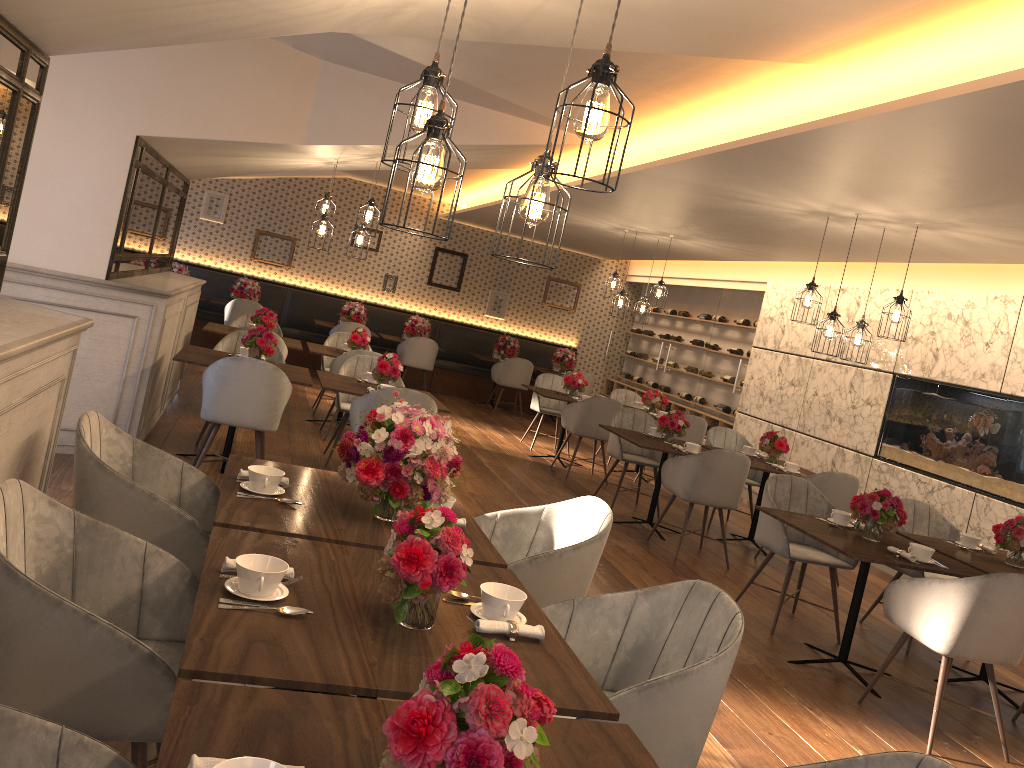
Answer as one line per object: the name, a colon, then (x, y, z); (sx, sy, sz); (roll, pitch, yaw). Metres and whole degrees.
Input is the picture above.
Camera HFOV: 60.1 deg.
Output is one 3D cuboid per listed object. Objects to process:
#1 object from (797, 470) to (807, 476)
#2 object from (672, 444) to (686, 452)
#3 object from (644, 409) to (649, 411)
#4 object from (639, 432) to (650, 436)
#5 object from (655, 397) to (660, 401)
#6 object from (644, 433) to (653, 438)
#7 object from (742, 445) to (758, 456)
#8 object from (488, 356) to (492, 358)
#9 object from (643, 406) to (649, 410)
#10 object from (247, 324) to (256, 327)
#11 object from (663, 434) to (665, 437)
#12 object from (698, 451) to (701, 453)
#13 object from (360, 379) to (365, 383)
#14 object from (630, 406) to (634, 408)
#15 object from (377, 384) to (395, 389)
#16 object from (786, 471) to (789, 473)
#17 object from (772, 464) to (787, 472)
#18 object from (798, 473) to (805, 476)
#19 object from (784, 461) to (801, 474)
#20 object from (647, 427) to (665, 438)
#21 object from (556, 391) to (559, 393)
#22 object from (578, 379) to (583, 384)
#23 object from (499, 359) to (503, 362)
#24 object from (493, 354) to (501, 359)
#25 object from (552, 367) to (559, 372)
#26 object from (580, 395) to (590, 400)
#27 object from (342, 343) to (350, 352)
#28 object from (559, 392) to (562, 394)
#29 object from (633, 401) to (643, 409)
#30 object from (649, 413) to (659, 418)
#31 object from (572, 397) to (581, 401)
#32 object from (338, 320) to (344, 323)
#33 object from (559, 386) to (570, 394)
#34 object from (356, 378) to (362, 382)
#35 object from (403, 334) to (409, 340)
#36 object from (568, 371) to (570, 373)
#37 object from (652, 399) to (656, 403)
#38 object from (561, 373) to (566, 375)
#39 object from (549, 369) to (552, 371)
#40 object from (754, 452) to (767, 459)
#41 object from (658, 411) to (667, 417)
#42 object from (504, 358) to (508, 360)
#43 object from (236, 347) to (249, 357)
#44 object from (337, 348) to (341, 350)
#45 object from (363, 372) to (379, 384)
object: (2.386, 0.733, 7.296); (0.042, 0.015, 0.198); (11, 5, -20)
object: (1.316, 0.503, 6.969); (0.056, 0.039, 0.176); (12, 5, -16)
object: (1.536, 0.290, 10.223); (0.025, 0.024, 0.194); (12, 5, -16)
object: (1.129, 0.426, 7.528); (0.042, 0.015, 0.198); (11, 5, -20)
object: (1.603, 0.163, 9.841); (0.048, 0.052, 0.077); (11, 4, -36)
object: (1.162, 0.439, 7.531); (0.022, 0.004, 0.212); (12, 5, -16)
object: (2.101, 0.594, 7.823); (0.147, 0.072, 0.149); (10, 5, -38)
object: (-0.338, -0.420, 13.650); (0.042, 0.015, 0.198); (11, 5, -20)
object: (1.568, 0.288, 10.241); (0.056, 0.039, 0.176); (12, 5, -16)
object: (-2.544, -0.548, 8.752); (0.149, 0.072, 0.147); (16, 5, 41)
object: (1.340, 0.455, 7.607); (0.056, 0.039, 0.176); (12, 5, -16)
object: (1.522, 0.555, 7.049); (0.042, 0.015, 0.198); (11, 5, -20)
object: (-1.134, -0.021, 6.725); (0.022, 0.004, 0.212); (12, 5, -16)
object: (1.364, 0.260, 10.164); (0.042, 0.015, 0.198); (12, 5, -12)
object: (-0.869, 0.049, 6.194); (0.149, 0.072, 0.147); (16, 5, 41)
object: (2.208, 0.693, 7.235); (0.025, 0.024, 0.194); (12, 5, -16)
object: (2.180, 0.680, 7.216); (0.056, 0.039, 0.176); (12, 5, -16)
object: (2.349, 0.731, 7.293); (0.022, 0.004, 0.212); (12, 5, -16)
object: (2.291, 0.686, 7.246); (0.147, 0.072, 0.149); (10, 5, -38)
object: (1.237, 0.417, 7.576); (0.147, 0.072, 0.149); (10, 5, -38)
object: (0.493, 0.081, 9.915); (0.042, 0.015, 0.198); (11, 5, -20)
object: (0.727, -0.029, 9.623); (0.077, 0.052, 0.045); (16, 4, 36)
object: (-0.151, -0.343, 13.091); (0.056, 0.039, 0.176); (12, 5, -16)
object: (-0.230, -0.429, 13.698); (0.149, 0.072, 0.147); (15, 5, 31)
object: (0.711, -0.235, 13.967); (0.149, 0.072, 0.148); (15, 4, 26)
object: (0.790, 0.164, 9.387); (0.147, 0.072, 0.149); (10, 5, -38)
object: (-1.655, -0.365, 9.005); (0.149, 0.072, 0.147); (16, 5, 41)
object: (0.526, 0.094, 9.918); (0.022, 0.004, 0.212); (12, 5, -16)
object: (1.464, 0.250, 10.210); (0.147, 0.072, 0.149); (10, 5, -38)
object: (1.544, 0.336, 9.603); (0.056, 0.039, 0.176); (12, 5, -16)
object: (0.680, 0.158, 9.357); (0.056, 0.039, 0.176); (12, 5, -16)
object: (-2.487, -0.893, 13.054); (0.149, 0.072, 0.147); (15, 5, 31)
object: (0.600, 0.072, 9.963); (0.147, 0.072, 0.149); (10, 5, -38)
object: (-1.167, -0.034, 6.722); (0.042, 0.015, 0.198); (11, 5, -20)
object: (-1.574, -0.705, 13.315); (0.149, 0.072, 0.147); (15, 5, 31)
object: (0.901, -0.144, 13.391); (0.149, 0.072, 0.147); (15, 5, 31)
object: (1.571, 0.186, 9.847); (0.049, 0.052, 0.078); (13, 4, -6)
object: (0.791, -0.149, 13.360); (0.056, 0.039, 0.176); (12, 5, -16)
object: (0.611, -0.225, 13.921); (0.042, 0.015, 0.198); (12, 5, -12)
object: (2.204, 0.633, 7.854); (0.056, 0.039, 0.176); (12, 5, -16)
object: (1.654, 0.341, 9.634); (0.147, 0.072, 0.149); (10, 5, -38)
object: (-0.040, -0.337, 13.122); (0.149, 0.072, 0.148); (15, 4, 26)
object: (-1.948, -0.226, 6.516); (0.149, 0.072, 0.147); (16, 5, 41)
object: (-1.763, -0.357, 8.957); (0.042, 0.015, 0.198); (11, 5, -20)
object: (-1.059, -0.043, 6.770); (0.149, 0.072, 0.147); (16, 5, 41)
